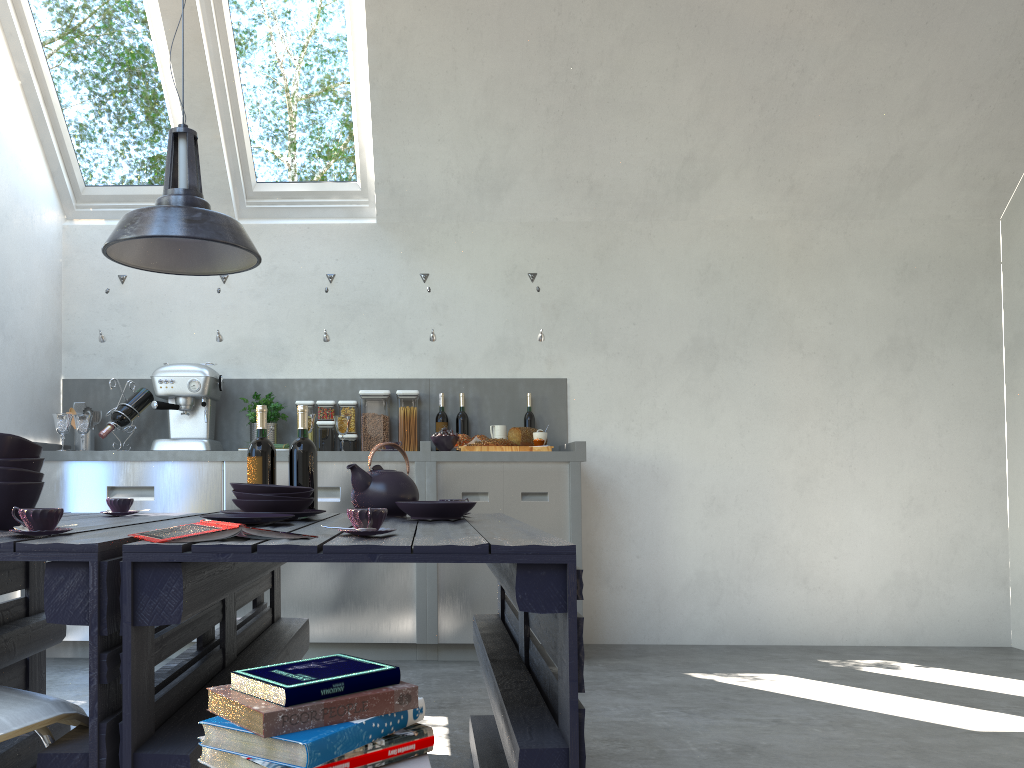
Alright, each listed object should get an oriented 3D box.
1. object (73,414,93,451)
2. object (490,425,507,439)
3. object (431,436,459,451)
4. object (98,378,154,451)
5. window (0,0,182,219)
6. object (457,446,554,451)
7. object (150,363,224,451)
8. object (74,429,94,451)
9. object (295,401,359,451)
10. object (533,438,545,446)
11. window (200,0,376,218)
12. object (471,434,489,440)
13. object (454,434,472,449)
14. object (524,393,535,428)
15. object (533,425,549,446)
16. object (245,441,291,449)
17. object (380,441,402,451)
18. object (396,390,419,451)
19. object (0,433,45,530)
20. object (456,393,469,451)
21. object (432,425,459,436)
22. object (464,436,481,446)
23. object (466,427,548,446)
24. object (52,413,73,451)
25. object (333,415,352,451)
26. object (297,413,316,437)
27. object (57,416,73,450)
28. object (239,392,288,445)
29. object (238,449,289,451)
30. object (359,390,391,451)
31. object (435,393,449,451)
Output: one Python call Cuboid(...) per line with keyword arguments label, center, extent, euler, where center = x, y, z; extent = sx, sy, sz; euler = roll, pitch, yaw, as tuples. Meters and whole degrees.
Cuboid(label="object", center=(-2.225, 0.257, 4.536), extent=(0.103, 0.191, 0.094), euler=(-1, -3, 21))
Cuboid(label="object", center=(-0.065, 0.279, 4.615), extent=(0.085, 0.119, 0.086), euler=(-1, -3, 19))
Cuboid(label="object", center=(-0.339, 0.306, 4.430), extent=(0.138, 0.079, 0.156), euler=(5, -7, -44))
Cuboid(label="object", center=(-2.099, 0.168, 4.668), extent=(0.246, 0.392, 0.316), euler=(-1, -4, 26))
Cuboid(label="window", center=(-2.103, -1.688, 4.416), extent=(0.830, 1.391, 1.497), euler=(0, -4, -4))
Cuboid(label="object", center=(-0.044, 0.340, 4.504), extent=(0.471, 0.028, 0.309), euler=(0, -6, -1))
Cuboid(label="object", center=(-1.730, 0.120, 4.667), extent=(0.358, 0.498, 0.431), euler=(0, -4, -3))
Cuboid(label="object", center=(-2.351, 0.316, 4.810), extent=(0.113, 0.131, 0.100), euler=(-3, -4, 39))
Cuboid(label="object", center=(-1.018, 0.244, 4.823), extent=(0.342, 0.293, 0.106), euler=(0, -2, 1))
Cuboid(label="object", center=(0.136, 0.295, 4.428), extent=(0.057, 0.046, 0.061), euler=(1, -5, -17))
Cuboid(label="window", center=(-1.112, -1.697, 4.382), extent=(0.830, 1.384, 1.490), euler=(0, -4, -4))
Cuboid(label="object", center=(-0.168, 0.305, 4.625), extent=(0.126, 0.076, 0.112), euler=(-4, -7, 41))
Cuboid(label="object", center=(-0.260, 0.297, 4.561), extent=(0.126, 0.076, 0.112), euler=(-4, -7, 41))
Cuboid(label="object", center=(0.096, 0.222, 4.818), extent=(0.063, 0.343, 0.062), euler=(0, -2, 1))
Cuboid(label="object", center=(0.144, 0.264, 4.488), extent=(0.077, 0.120, 0.069), euler=(-3, -4, 43))
Cuboid(label="object", center=(-1.282, 0.319, 4.496), extent=(0.286, 0.053, 0.138), euler=(-2, -6, 15))
Cuboid(label="object", center=(-0.613, 0.321, 4.453), extent=(0.120, 0.056, 0.113), euler=(-1, -6, 13))
Cuboid(label="object", center=(-0.574, 0.217, 4.831), extent=(0.128, 0.353, 0.129), euler=(0, -2, -3))
Cuboid(label="object", center=(-1.171, 0.221, 1.972), extent=(0.194, 0.213, 0.215), euler=(0, -4, -1))
Cuboid(label="object", center=(-0.274, 0.222, 4.828), extent=(0.073, 0.343, 0.072), euler=(0, -2, 1))
Cuboid(label="object", center=(-0.339, 0.256, 4.432), extent=(0.155, 0.094, 0.146), euler=(1, -5, -16))
Cuboid(label="object", center=(-0.219, 0.304, 4.569), extent=(0.204, 0.059, 0.194), euler=(-2, -6, 18))
Cuboid(label="object", center=(-0.032, 0.273, 4.518), extent=(0.431, 0.111, 0.134), euler=(4, -6, -30))
Cuboid(label="object", center=(-2.297, 0.249, 4.469), extent=(0.097, 0.191, 0.100), euler=(0, -3, -8))
Cuboid(label="object", center=(-0.884, 0.263, 4.567), extent=(0.096, 0.191, 0.101), euler=(1, -3, -14))
Cuboid(label="object", center=(-1.041, 0.247, 4.431), extent=(0.092, 0.191, 0.105), euler=(2, -3, -43))
Cuboid(label="object", center=(-2.363, 0.264, 4.604), extent=(0.093, 0.191, 0.104), euler=(1, -3, -31))
Cuboid(label="object", center=(-1.356, 0.209, 4.757), extent=(0.266, 0.340, 0.233), euler=(-3, -4, 41))
Cuboid(label="object", center=(-1.261, 0.342, 4.497), extent=(0.261, 0.012, 0.183), euler=(0, -6, -3))
Cuboid(label="object", center=(-0.755, 0.217, 4.833), extent=(0.175, 0.353, 0.128), euler=(0, -2, -2))
Cuboid(label="object", center=(-0.387, 0.222, 4.831), extent=(0.072, 0.343, 0.074), euler=(0, -2, -9))
